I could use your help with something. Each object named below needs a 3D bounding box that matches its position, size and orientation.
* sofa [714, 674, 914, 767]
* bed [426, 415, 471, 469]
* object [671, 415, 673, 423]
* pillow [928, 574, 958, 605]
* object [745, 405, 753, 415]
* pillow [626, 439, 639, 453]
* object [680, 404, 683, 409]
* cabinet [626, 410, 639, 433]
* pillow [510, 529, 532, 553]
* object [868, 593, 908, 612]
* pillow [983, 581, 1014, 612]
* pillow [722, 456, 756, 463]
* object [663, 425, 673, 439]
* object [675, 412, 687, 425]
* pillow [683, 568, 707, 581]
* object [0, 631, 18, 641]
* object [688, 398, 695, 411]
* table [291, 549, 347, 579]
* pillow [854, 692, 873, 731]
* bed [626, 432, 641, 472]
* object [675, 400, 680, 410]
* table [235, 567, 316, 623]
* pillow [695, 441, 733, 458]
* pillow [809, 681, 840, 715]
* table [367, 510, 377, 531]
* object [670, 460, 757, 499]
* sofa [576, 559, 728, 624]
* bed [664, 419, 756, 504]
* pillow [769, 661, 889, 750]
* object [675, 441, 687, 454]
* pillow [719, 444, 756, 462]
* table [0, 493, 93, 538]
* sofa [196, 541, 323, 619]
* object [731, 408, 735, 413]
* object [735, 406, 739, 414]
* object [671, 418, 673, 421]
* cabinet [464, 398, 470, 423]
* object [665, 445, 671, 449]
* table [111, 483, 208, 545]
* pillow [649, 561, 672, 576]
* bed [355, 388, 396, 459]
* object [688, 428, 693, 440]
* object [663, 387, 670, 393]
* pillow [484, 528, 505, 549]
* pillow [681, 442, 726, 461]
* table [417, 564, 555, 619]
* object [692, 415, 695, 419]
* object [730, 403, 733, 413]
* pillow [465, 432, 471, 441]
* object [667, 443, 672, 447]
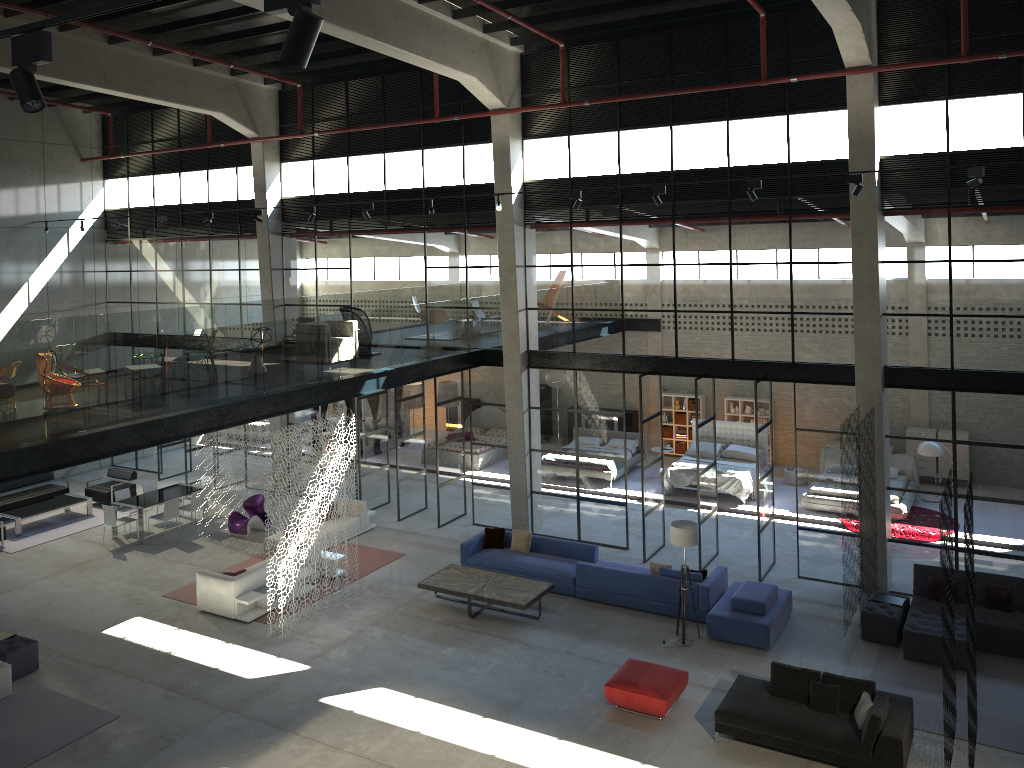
[{"bbox_3d":[3.590,4.002,10.462,2.108,0.559,1.091,3,9,30],"label":"sofa"},{"bbox_3d":[-1.127,1.444,24.741,2.031,1.274,2.362,2,8,30],"label":"bed"},{"bbox_3d":[4.537,0.978,24.765,0.081,0.228,0.081,-2,2,-29],"label":"object"},{"bbox_3d":[6.609,3.149,13.460,0.413,0.344,0.237,2,5,31],"label":"pillow"},{"bbox_3d":[6.375,0.692,23.621,0.166,0.250,0.166,-2,3,-15],"label":"object"},{"bbox_3d":[2.423,1.605,23.525,1.929,0.312,0.553,4,8,30],"label":"pillow"},{"bbox_3d":[4.758,0.628,24.670,0.185,0.131,0.187,-2,6,-6],"label":"object"},{"bbox_3d":[2.676,1.327,25.853,2.083,1.156,0.452,3,3,30],"label":"cabinet"},{"bbox_3d":[0.169,2.917,16.245,0.401,0.380,0.208,2,4,31],"label":"pillow"},{"bbox_3d":[5.773,3.351,13.478,0.518,0.099,0.303,5,10,35],"label":"object"},{"bbox_3d":[7.259,3.178,13.093,0.406,0.376,0.193,2,4,30],"label":"pillow"},{"bbox_3d":[5.667,1.756,21.412,0.960,0.329,0.722,3,9,31],"label":"pillow"},{"bbox_3d":[4.435,1.353,24.799,0.324,0.296,0.326,2,6,30],"label":"object"},{"bbox_3d":[4.772,0.962,24.594,0.324,0.296,0.326,2,6,30],"label":"object"},{"bbox_3d":[2.970,3.163,14.251,0.398,0.370,0.261,-1,3,9],"label":"pillow"},{"bbox_3d":[-7.585,3.782,12.860,0.300,0.099,0.523,2,9,25],"label":"object"},{"bbox_3d":[5.107,0.583,24.390,0.324,0.296,0.326,2,6,30],"label":"object"},{"bbox_3d":[-3.663,3.349,16.452,1.202,0.368,0.302,3,6,30],"label":"table"},{"bbox_3d":[4.069,3.773,10.128,0.208,0.314,0.344,-1,5,9],"label":"pillow"},{"bbox_3d":[2.100,1.862,22.858,2.258,0.865,2.418,3,9,30],"label":"bed"},{"bbox_3d":[4.632,0.589,24.567,0.154,0.247,0.155,0,3,22],"label":"object"},{"bbox_3d":[-4.009,3.591,14.957,0.300,0.367,1.584,1,8,30],"label":"table"},{"bbox_3d":[5.002,1.623,21.946,1.053,0.321,0.493,3,8,30],"label":"pillow"},{"bbox_3d":[3.724,3.734,10.458,0.343,0.306,0.188,1,4,28],"label":"pillow"},{"bbox_3d":[-3.398,2.932,19.080,0.901,0.368,0.302,3,6,30],"label":"table"},{"bbox_3d":[4.674,2.220,20.632,2.282,0.656,0.657,4,7,33],"label":"object"},{"bbox_3d":[2.340,3.284,14.775,2.337,0.720,1.063,3,8,30],"label":"sofa"},{"bbox_3d":[4.897,1.811,21.048,2.219,1.412,2.338,2,8,29],"label":"bed"},{"bbox_3d":[3.864,3.720,10.419,0.745,0.416,1.592,-5,9,-30],"label":"pillow"},{"bbox_3d":[4.787,1.786,24.605,0.324,0.296,0.326,2,6,30],"label":"object"},{"bbox_3d":[5.622,1.672,21.348,0.980,0.290,0.698,4,9,32],"label":"pillow"},{"bbox_3d":[-10.630,2.961,19.919,0.901,0.406,1.819,3,9,30],"label":"table"},{"bbox_3d":[-4.403,3.371,15.459,0.948,0.666,2.158,2,9,30],"label":"sofa"},{"bbox_3d":[5.992,0.720,23.798,0.110,0.156,0.110,2,4,41],"label":"object"},{"bbox_3d":[6.107,0.694,23.807,0.100,0.203,0.100,-3,3,-32],"label":"object"},{"bbox_3d":[4.548,1.021,24.885,0.065,0.106,0.065,-2,3,-15],"label":"object"},{"bbox_3d":[-1.562,1.060,28.238,1.041,1.157,0.452,1,3,30],"label":"cabinet"},{"bbox_3d":[3.961,1.592,22.260,0.168,0.090,0.170,-2,7,-8],"label":"object"},{"bbox_3d":[-7.706,2.816,19.261,0.901,0.754,1.819,2,8,30],"label":"table"},{"bbox_3d":[2.476,3.134,14.489,0.401,0.380,0.208,2,4,31],"label":"pillow"},{"bbox_3d":[-4.579,0.877,26.372,2.248,2.072,2.332,2,6,30],"label":"bed"},{"bbox_3d":[5.118,1.394,24.403,0.324,0.296,0.326,2,6,30],"label":"object"},{"bbox_3d":[4.381,0.173,24.967,0.233,0.151,0.053,2,3,28],"label":"object"},{"bbox_3d":[-0.325,2.897,16.482,0.398,0.370,0.261,-1,3,9],"label":"pillow"},{"bbox_3d":[4.767,1.664,21.729,1.027,0.372,0.671,4,9,33],"label":"pillow"},{"bbox_3d":[-0.435,3.531,14.667,2.065,0.397,1.036,4,9,30],"label":"table"},{"bbox_3d":[5.141,0.928,24.406,0.260,0.133,0.059,3,4,30],"label":"object"},{"bbox_3d":[5.990,0.644,23.932,0.094,0.262,0.095,-2,2,-9],"label":"object"},{"bbox_3d":[-1.429,1.460,24.482,0.876,0.211,0.638,0,8,9],"label":"pillow"},{"bbox_3d":[4.451,1.796,24.776,0.139,0.235,0.139,-3,3,-23],"label":"object"}]
